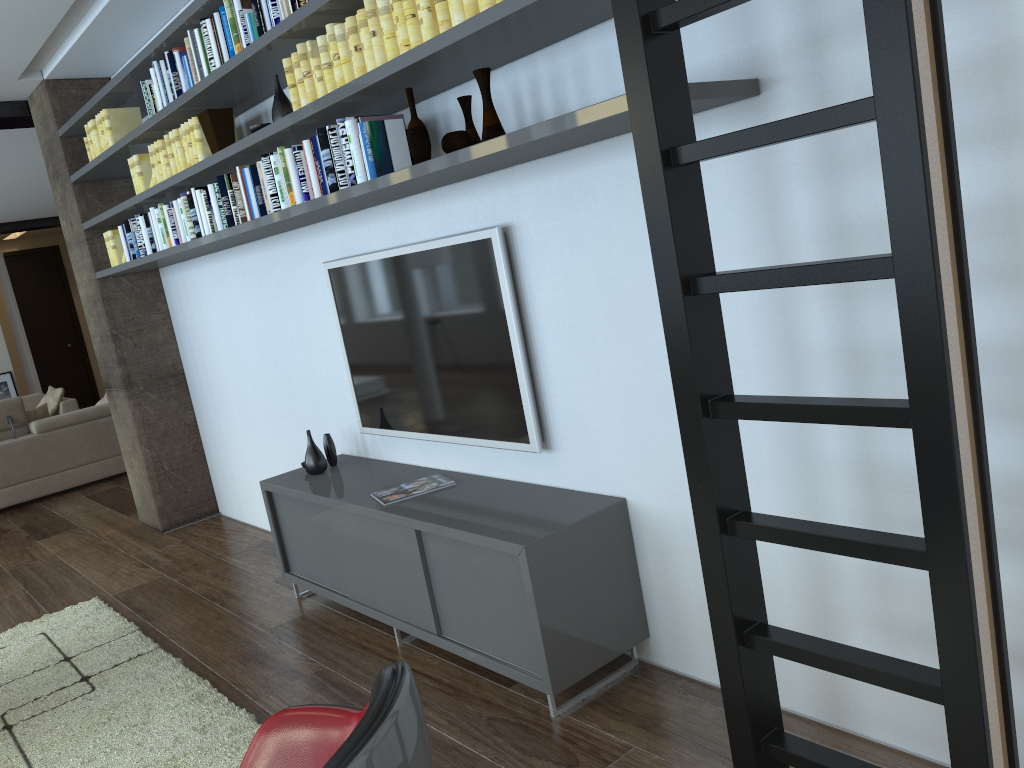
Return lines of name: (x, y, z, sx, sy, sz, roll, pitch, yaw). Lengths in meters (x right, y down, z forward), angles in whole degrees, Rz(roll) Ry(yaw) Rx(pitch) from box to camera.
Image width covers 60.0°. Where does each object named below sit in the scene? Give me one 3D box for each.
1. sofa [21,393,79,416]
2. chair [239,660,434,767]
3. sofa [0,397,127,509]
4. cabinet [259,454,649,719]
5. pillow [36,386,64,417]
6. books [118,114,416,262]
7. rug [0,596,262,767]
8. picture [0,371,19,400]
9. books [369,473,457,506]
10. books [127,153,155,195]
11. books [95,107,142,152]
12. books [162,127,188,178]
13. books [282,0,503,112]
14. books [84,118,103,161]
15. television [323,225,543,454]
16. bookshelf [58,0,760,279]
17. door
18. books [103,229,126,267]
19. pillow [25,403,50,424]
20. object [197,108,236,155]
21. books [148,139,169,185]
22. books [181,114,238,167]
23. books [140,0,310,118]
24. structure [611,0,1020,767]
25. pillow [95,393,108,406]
sofa: (-6.529, 0.593, 10.364, 2.581, 0.950, 1.021, -18, 12, -37)
chair: (-0.428, 0.956, 1.514, 0.669, 0.818, 0.810, -5, 11, 32)
sofa: (-4.694, 0.628, 8.059, 2.581, 0.950, 1.021, -18, 12, -37)
cabinet: (-0.360, 0.715, 3.640, 0.450, 0.603, 2.000, -18, 12, -37)
pillow: (-5.638, 0.244, 10.782, 0.395, 0.393, 0.518, -19, 12, -40)
books: (-1.319, -0.840, 4.168, 0.242, 0.237, 2.981, -18, 12, -37)
rug: (-2.082, 1.568, 2.304, 2.972, 0.020, 4.231, -18, 12, -37)
picture: (-7.031, 0.391, 12.024, 0.700, 0.988, 0.195, -18, 12, -37)
books: (-0.399, 0.420, 3.555, 0.300, 0.010, 0.220, -15, 10, -22)
books: (-1.930, -1.151, 4.839, 0.189, 0.224, 0.345, -18, 12, -37)
books: (-2.215, -1.429, 5.018, 0.189, 0.228, 0.249, -18, 12, -37)
books: (-1.601, -1.146, 4.428, 0.209, 0.220, 0.278, -18, 12, -39)
books: (-0.314, -1.135, 2.837, 0.242, 0.237, 1.489, -18, 12, -37)
books: (-2.381, -1.431, 5.231, 0.209, 0.220, 0.278, -18, 12, -39)
television: (-0.356, -0.161, 3.609, 0.074, 0.812, 1.307, -18, 12, -37)
bookshelf: (-1.118, -1.153, 3.882, 0.400, 0.942, 4.804, -18, 12, -37)
door: (-7.994, -0.902, 15.245, 1.037, 2.814, 0.246, -18, 12, -37)
books: (-2.354, -0.849, 5.466, 0.189, 0.224, 0.345, -18, 12, -37)
pillow: (-4.516, 0.440, 8.180, 0.534, 0.439, 0.301, -17, 11, -34)
object: (-1.333, -1.134, 4.052, 0.124, 0.219, 0.124, -18, 12, -39)
books: (-1.755, -1.150, 4.618, 0.189, 0.228, 0.249, -18, 12, -37)
books: (-1.434, -1.144, 4.215, 0.189, 0.228, 0.249, -18, 12, -37)
books: (-0.796, -1.424, 3.271, 0.242, 0.237, 2.981, -18, 12, -37)
structure: (0.510, -0.387, 1.679, 0.120, 3.059, 0.600, -18, 12, -37)
pillow: (-4.082, 0.273, 8.827, 0.395, 0.393, 0.518, -17, 11, -34)
